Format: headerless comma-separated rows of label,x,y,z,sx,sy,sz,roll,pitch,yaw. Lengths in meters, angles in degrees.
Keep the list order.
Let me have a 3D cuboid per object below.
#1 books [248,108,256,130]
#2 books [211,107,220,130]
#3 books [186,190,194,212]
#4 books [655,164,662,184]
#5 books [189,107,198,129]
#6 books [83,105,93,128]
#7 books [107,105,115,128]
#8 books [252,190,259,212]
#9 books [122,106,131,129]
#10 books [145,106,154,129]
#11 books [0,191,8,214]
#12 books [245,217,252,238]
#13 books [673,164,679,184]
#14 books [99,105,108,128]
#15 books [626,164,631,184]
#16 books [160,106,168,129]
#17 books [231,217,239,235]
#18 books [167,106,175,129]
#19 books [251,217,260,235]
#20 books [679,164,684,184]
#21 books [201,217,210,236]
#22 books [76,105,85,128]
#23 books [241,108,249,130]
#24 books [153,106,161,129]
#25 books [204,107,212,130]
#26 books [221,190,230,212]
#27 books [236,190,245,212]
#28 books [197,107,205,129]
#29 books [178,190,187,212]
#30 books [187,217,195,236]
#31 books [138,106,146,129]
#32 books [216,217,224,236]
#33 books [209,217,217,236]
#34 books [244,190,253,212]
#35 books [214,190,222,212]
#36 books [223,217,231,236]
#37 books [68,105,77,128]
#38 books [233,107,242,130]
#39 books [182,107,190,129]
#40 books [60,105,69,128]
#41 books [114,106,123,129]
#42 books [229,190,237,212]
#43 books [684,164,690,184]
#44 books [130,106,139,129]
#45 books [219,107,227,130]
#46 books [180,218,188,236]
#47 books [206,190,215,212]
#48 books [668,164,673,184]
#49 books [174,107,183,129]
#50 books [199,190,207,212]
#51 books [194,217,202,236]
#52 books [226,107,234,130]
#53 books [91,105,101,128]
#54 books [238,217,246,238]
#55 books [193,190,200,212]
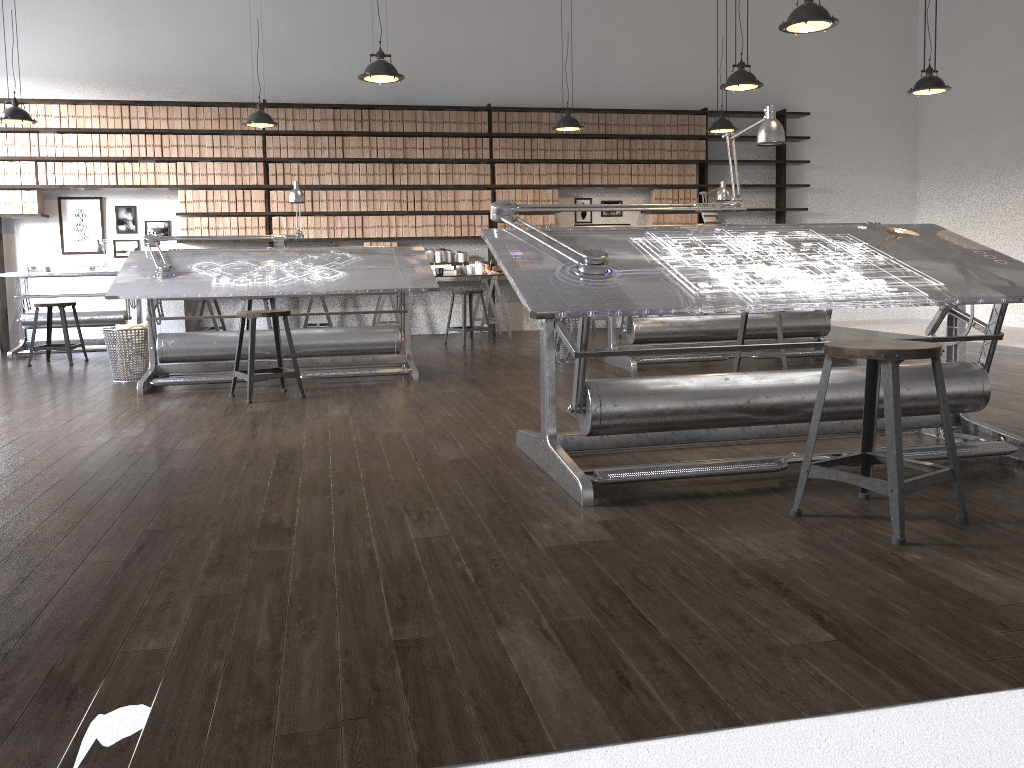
books,-2.646,-2.686,9.023,0.067,0.224,0.175,-2,6,-12
books,-2.987,-2.668,8.948,0.067,0.224,0.175,-2,6,-12
books,-3.249,-1.840,8.961,0.067,0.224,0.175,-2,6,-12
books,1.621,-2.351,9.969,0.067,0.225,0.175,-2,6,-12
books,-3.195,-2.659,8.909,0.067,0.224,0.175,-2,6,-12
books,-4.149,-2.612,8.705,0.067,0.224,0.175,-2,6,-12
books,-3.945,-2.622,8.749,0.067,0.224,0.175,-2,6,-12
books,-2.628,-1.870,9.094,0.067,0.224,0.175,-2,6,-12
books,-3.808,-2.629,8.775,0.067,0.225,0.175,-2,6,-12
books,-3.597,-2.640,8.825,0.067,0.224,0.175,-2,6,-12
books,-4.915,-1.759,8.608,0.067,0.224,0.175,-2,6,-12
books,-2.701,-1.598,9.100,0.067,0.224,0.175,-2,6,-12
books,1.819,-2.360,10.009,0.067,0.225,0.175,-2,6,-12
books,-4.006,-2.619,8.732,0.067,0.225,0.175,-2,6,-12
books,1.275,-2.334,9.894,0.067,0.225,0.175,-2,6,-12
books,-3.461,-2.645,8.848,0.067,0.225,0.175,-2,6,-12
books,-2.833,-1.591,9.067,0.067,0.224,0.175,-2,6,-12
books,-3.396,-2.649,8.866,0.067,0.224,0.175,-2,6,-12
books,-2.638,-1.601,9.116,0.067,0.224,0.175,-2,6,-12
books,1.884,-2.364,10.029,0.067,0.224,0.175,-2,6,-12
books,-3.109,-1.578,9.010,0.067,0.225,0.175,-2,6,-12
books,-4.218,-2.610,8.694,0.067,0.224,0.175,-2,6,-12
books,-2.715,-2.683,9.013,0.067,0.224,0.175,-2,6,-12
books,-3.528,-2.643,8.839,0.067,0.224,0.175,-2,6,-12
books,-3.059,-2.665,8.936,0.067,0.224,0.175,-2,6,-12
books,-2.917,-1.856,9.030,0.067,0.224,0.175,-2,6,-12
books,-2.774,-1.863,9.060,0.067,0.225,0.175,-2,6,-12
books,-3.128,-2.663,8.925,0.067,0.224,0.175,-2,6,-12
books,-3.319,-1.836,8.944,0.067,0.225,0.175,-2,6,-12
books,-3.242,-1.572,8.986,0.067,0.224,0.175,-2,6,-12
books,-3.666,-2.636,8.806,0.067,0.224,0.175,-2,6,-12
books,-2.973,-1.585,9.045,0.067,0.224,0.175,-2,6,-12
books,-3.041,-1.581,9.029,0.067,0.224,0.175,-2,6,-12
books,-2.703,-1.867,9.080,0.067,0.224,0.175,-2,6,-12
books,-2.987,-1.853,9.020,0.067,0.224,0.175,-2,6,-12
books,-2.904,-1.588,9.056,0.067,0.224,0.175,-2,6,-12
books,-4.285,-2.606,8.678,0.067,0.224,0.175,-2,6,-12
books,-2.783,-2.679,8.996,0.067,0.224,0.175,-2,6,-12
books,-3.263,-2.655,8.891,0.067,0.225,0.175,-2,6,-12
books,-4.353,-2.602,8.660,0.067,0.225,0.175,-2,6,-12
books,-3.882,-2.626,8.765,0.067,0.224,0.175,-2,6,-12
books,-2.849,-1.860,9.049,0.067,0.224,0.175,-2,6,-12
books,1.953,-2.368,10.044,0.067,0.224,0.175,-2,6,-12
books,-3.736,-2.633,8.796,0.067,0.224,0.175,-2,6,-12
books,-2.916,-2.672,8.963,0.067,0.225,0.175,-2,6,-12
books,-3.306,-1.568,8.967,0.067,0.225,0.175,-2,6,-12
books,-3.057,-1.850,9.005,0.067,0.224,0.175,-2,6,-12
books,1.753,-2.358,10.000,0.067,0.224,0.175,-2,6,-12
books,-3.335,-2.652,8.877,0.067,0.224,0.175,-2,6,-12
books,-3.121,-1.845,8.985,0.067,0.225,0.175,-2,6,-12
books,-3.180,-1.574,8.997,0.067,0.224,0.175,-2,6,-12
books,-2.855,-2.676,8.980,0.067,0.224,0.175,-2,6,-12
books,-4.077,-2.615,8.717,0.067,0.224,0.175,-2,6,-12
books,-2.762,-1.594,9.082,0.067,0.225,0.175,-2,6,-12
books,-3.188,-1.843,8.976,0.067,0.224,0.175,-2,6,-12
